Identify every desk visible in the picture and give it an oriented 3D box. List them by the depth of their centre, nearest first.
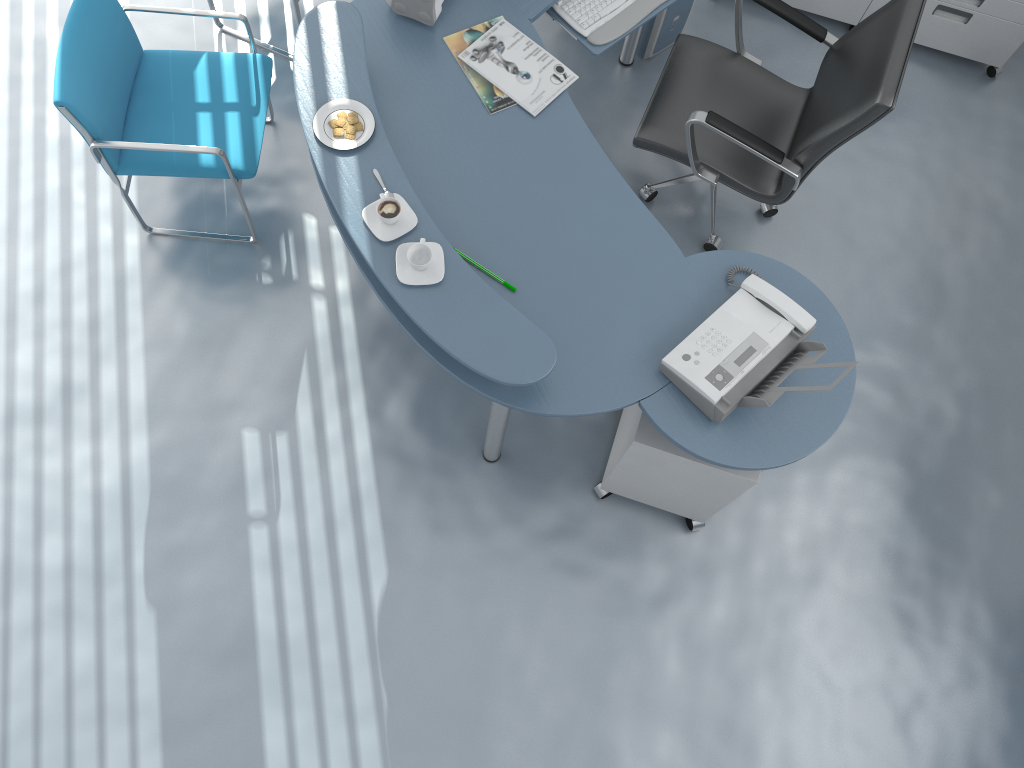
[{"bbox_3d":[0.079,-0.705,2.856,1.402,0.900,2.282,-6,70,-7],"label":"desk"}]

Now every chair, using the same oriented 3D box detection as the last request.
[{"bbox_3d":[-1.084,-0.889,2.933,0.543,0.707,0.542,3,69,-4],"label":"chair"},{"bbox_3d":[0.799,-0.918,2.969,0.652,0.948,0.584,22,69,4],"label":"chair"},{"bbox_3d":[-0.867,-1.673,3.244,0.543,0.707,0.542,22,69,4],"label":"chair"}]

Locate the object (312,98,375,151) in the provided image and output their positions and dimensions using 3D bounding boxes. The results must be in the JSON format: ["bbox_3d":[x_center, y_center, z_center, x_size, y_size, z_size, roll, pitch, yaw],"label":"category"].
[{"bbox_3d":[-0.438,-0.675,2.313,0.162,0.011,0.162,-28,74,-14],"label":"object"}]

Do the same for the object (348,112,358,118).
[{"bbox_3d":[-0.416,-0.701,2.326,0.025,0.005,0.027,-13,71,-9],"label":"object"}]

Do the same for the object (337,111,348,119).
[{"bbox_3d":[-0.444,-0.701,2.324,0.025,0.005,0.027,-29,74,-14],"label":"object"}]

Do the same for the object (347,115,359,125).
[{"bbox_3d":[-0.415,-0.690,2.317,0.027,0.005,0.025,-25,73,-13],"label":"object"}]

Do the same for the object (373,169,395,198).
[{"bbox_3d":[-0.328,-0.506,2.255,0.025,0.021,0.119,-24,73,-13],"label":"object"}]

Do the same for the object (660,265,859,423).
[{"bbox_3d":[0.627,-0.121,2.202,0.405,0.280,0.399,-41,78,-17],"label":"object"}]

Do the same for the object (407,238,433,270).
[{"bbox_3d":[-0.220,-0.310,2.169,0.062,0.049,0.078,37,71,9],"label":"object"}]

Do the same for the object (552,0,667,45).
[{"bbox_3d":[0.349,-1.268,2.816,0.478,0.028,0.276,-40,77,-17],"label":"object"}]

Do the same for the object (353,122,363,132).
[{"bbox_3d":[-0.402,-0.672,2.316,0.025,0.005,0.027,-14,71,-10],"label":"object"}]

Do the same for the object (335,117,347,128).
[{"bbox_3d":[-0.446,-0.682,2.312,0.025,0.005,0.027,22,69,4],"label":"object"}]

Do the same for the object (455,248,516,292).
[{"bbox_3d":[-0.072,-0.303,2.357,0.200,0.010,0.011,34,71,8],"label":"object"}]

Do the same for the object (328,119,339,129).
[{"bbox_3d":[-0.464,-0.679,2.314,0.025,0.005,0.027,-34,76,-15],"label":"object"}]

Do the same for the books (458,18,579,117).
[{"bbox_3d":[0.019,-0.930,2.600,0.300,0.010,0.200,41,72,10],"label":"books"}]

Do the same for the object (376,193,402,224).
[{"bbox_3d":[-0.304,-0.431,2.208,0.062,0.049,0.078,8,69,-2],"label":"object"}]

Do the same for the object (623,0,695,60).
[{"bbox_3d":[0.495,-1.604,3.482,0.199,0.422,0.471,-35,76,-16],"label":"object"}]

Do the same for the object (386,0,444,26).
[{"bbox_3d":[-0.240,-1.299,2.575,0.197,0.273,0.392,22,69,4],"label":"object"}]

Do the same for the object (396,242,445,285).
[{"bbox_3d":[-0.227,-0.296,2.189,0.119,0.016,0.119,-3,70,-6],"label":"object"}]

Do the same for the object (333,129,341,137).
[{"bbox_3d":[-0.452,-0.653,2.305,0.027,0.005,0.025,-9,71,-8],"label":"object"}]

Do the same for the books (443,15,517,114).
[{"bbox_3d":[-0.045,-0.938,2.600,0.200,0.005,0.300,-26,74,-13],"label":"books"}]

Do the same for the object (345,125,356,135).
[{"bbox_3d":[-0.419,-0.661,2.306,0.025,0.005,0.027,9,69,-1],"label":"object"}]

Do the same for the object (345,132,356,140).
[{"bbox_3d":[-0.420,-0.646,2.305,0.027,0.005,0.025,7,69,-2],"label":"object"}]

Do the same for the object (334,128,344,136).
[{"bbox_3d":[-0.449,-0.654,2.301,0.027,0.005,0.025,-2,70,-5],"label":"object"}]

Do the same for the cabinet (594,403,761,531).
[{"bbox_3d":[0.552,0.090,2.756,0.383,0.605,0.559,19,69,3],"label":"cabinet"}]

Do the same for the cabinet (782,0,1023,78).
[{"bbox_3d":[1.509,-1.730,3.581,1.259,0.484,0.447,17,69,2],"label":"cabinet"}]

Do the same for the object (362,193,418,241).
[{"bbox_3d":[-0.307,-0.416,2.227,0.119,0.016,0.119,-33,75,-15],"label":"object"}]

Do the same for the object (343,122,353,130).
[{"bbox_3d":[-0.429,-0.673,2.314,0.025,0.005,0.027,3,69,-3],"label":"object"}]
